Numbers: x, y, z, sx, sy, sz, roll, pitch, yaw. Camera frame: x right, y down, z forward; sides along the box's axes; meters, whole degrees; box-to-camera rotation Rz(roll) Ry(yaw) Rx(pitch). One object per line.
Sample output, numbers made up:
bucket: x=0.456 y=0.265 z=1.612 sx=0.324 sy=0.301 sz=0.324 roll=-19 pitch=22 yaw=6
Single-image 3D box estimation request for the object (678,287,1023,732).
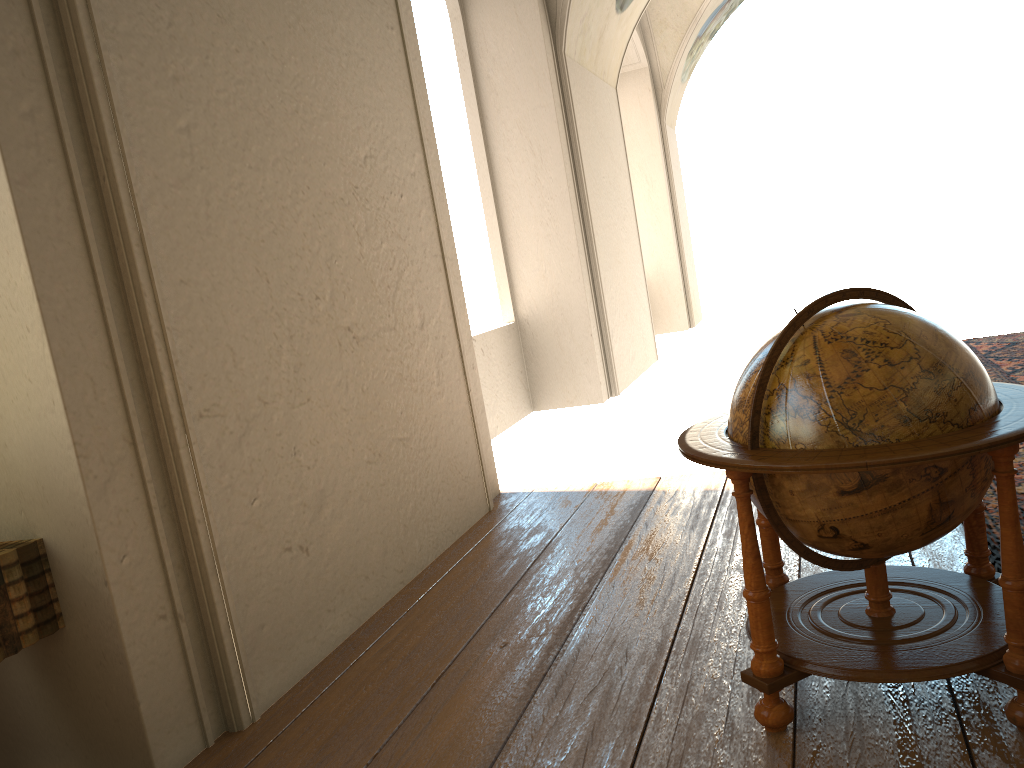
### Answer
object: x=1.283 y=0.375 z=3.222 sx=1.276 sy=1.452 sz=1.278 roll=-15 pitch=9 yaw=-32
